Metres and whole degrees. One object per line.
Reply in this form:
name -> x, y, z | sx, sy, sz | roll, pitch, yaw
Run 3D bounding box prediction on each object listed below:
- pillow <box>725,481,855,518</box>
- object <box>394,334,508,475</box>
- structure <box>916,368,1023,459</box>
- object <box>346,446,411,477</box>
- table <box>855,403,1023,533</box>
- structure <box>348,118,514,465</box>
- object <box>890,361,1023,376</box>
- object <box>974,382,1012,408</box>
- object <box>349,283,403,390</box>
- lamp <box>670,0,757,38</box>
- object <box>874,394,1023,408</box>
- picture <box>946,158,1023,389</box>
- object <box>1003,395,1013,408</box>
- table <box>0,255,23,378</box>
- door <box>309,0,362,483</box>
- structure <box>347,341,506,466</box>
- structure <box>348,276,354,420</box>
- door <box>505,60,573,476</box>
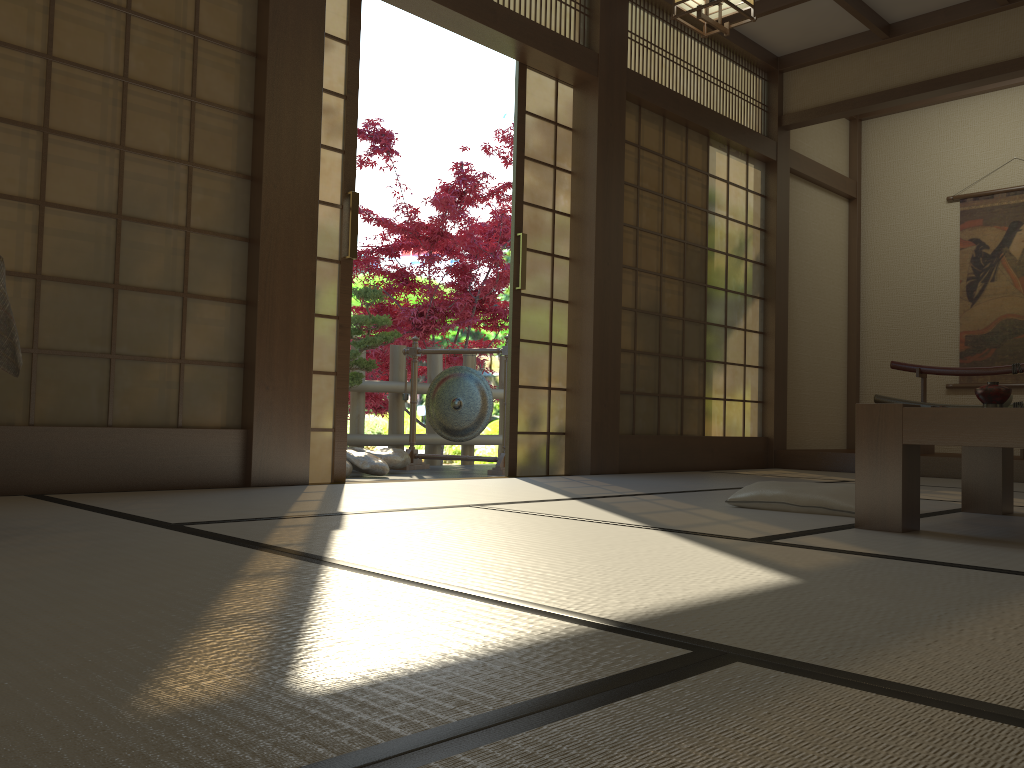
pillow -> 1.073, 0.399, 3.107 | 0.486, 0.107, 0.496 | -1, -3, 38
object -> -0.409, 0.145, 6.858 | 1.045, 1.061, 0.368 | 0, -3, 23
structure -> 3.151, 0.189, 6.037 | 0.712, 0.604, 0.446 | -1, -4, 45
object -> -1.304, 0.494, 6.168 | 1.147, 0.276, 1.260 | -1, -3, 41
table -> 1.670, 0.248, 2.493 | 1.000, 0.350, 1.000 | -1, -4, 45
structure -> -0.406, -1.076, 9.324 | 3.045, 4.004, 3.412 | 4, -4, -43
object -> 3.159, -0.115, 5.988 | 0.086, 0.121, 1.186 | 4, -4, -44
object -> 1.443, 0.034, 2.661 | 0.100, 0.080, 0.100 | -1, -4, 45
object -> -1.259, -0.054, 6.242 | 1.032, 1.362, 0.586 | 2, -3, -19
lamp -> 0.773, -1.907, 3.365 | 0.240, 1.129, 0.240 | -1, -4, 45
object -> 3.136, 0.137, 5.994 | 0.100, 0.144, 1.369 | 4, -4, -44
picture -> 3.728, -0.830, 6.578 | 0.952, 1.725, 0.038 | -1, -4, 45
object -> 1.541, 0.060, 2.802 | 0.074, 0.052, 0.073 | 2, -3, -2
table -> -1.413, 0.014, 1.792 | 0.629, 0.595, 0.633 | -1, -4, 44
door -> -1.373, -0.714, 3.334 | 0.073, 2.380, 1.894 | -1, -4, 45
structure -> -1.747, 0.162, 6.646 | 0.245, 1.136, 7.456 | -1, -4, 45
structure -> -2.859, -1.256, 6.729 | 3.412, 4.004, 3.045 | 2, -3, -13
door -> 0.680, -0.568, 5.408 | 0.073, 2.380, 1.894 | -1, -4, 45
